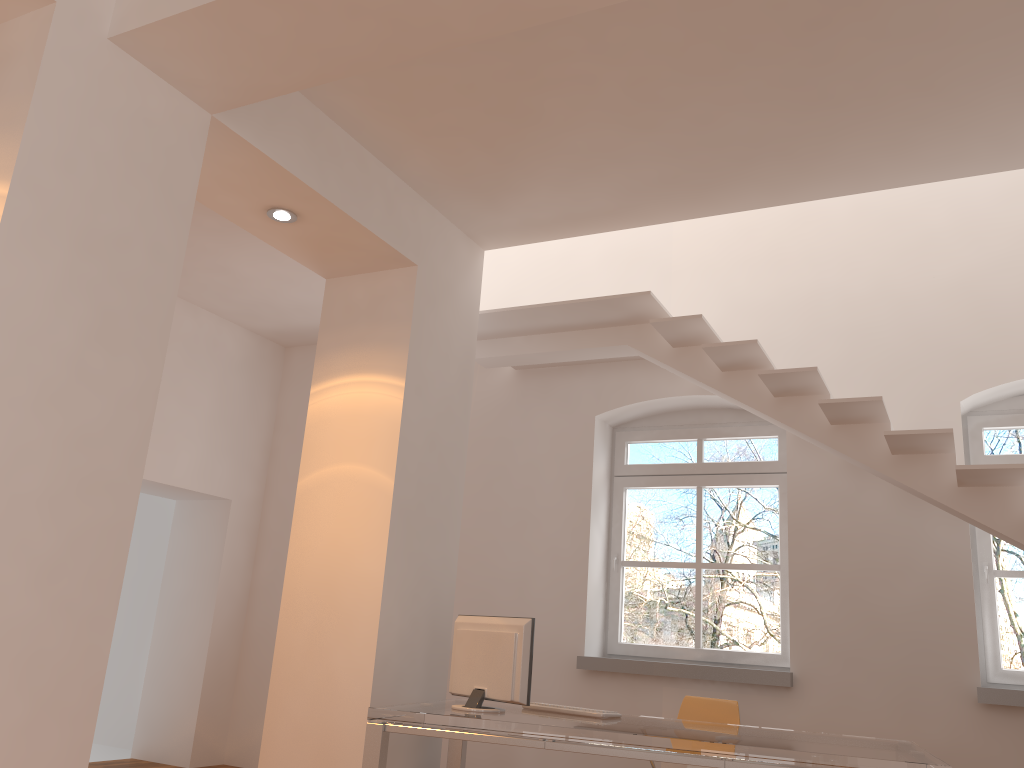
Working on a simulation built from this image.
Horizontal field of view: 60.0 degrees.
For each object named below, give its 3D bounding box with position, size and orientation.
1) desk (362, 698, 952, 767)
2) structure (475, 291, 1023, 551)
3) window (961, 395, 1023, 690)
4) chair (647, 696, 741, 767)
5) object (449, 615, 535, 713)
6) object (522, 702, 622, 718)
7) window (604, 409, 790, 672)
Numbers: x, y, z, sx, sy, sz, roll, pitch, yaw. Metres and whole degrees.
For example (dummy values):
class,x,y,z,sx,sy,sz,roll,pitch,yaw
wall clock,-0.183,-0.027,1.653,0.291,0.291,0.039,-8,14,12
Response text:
class,x,y,z,sx,sy,sz,roll,pitch,yaw
desk,0.592,1.864,3.808,2.239,0.750,1.092,-1,-17,17
structure,1.210,0.695,3.717,4.630,3.042,3.450,-4,-18,27
window,3.309,0.858,4.996,1.308,1.737,0.142,-4,-18,27
chair,0.940,2.091,4.669,0.495,0.829,0.464,-10,-22,41
object,-0.144,1.285,4.100,0.245,0.418,0.516,14,-19,-31
object,0.284,1.570,4.275,0.467,0.031,0.200,-8,-20,36
window,1.267,1.009,6.029,1.308,1.737,0.142,-4,-18,27
